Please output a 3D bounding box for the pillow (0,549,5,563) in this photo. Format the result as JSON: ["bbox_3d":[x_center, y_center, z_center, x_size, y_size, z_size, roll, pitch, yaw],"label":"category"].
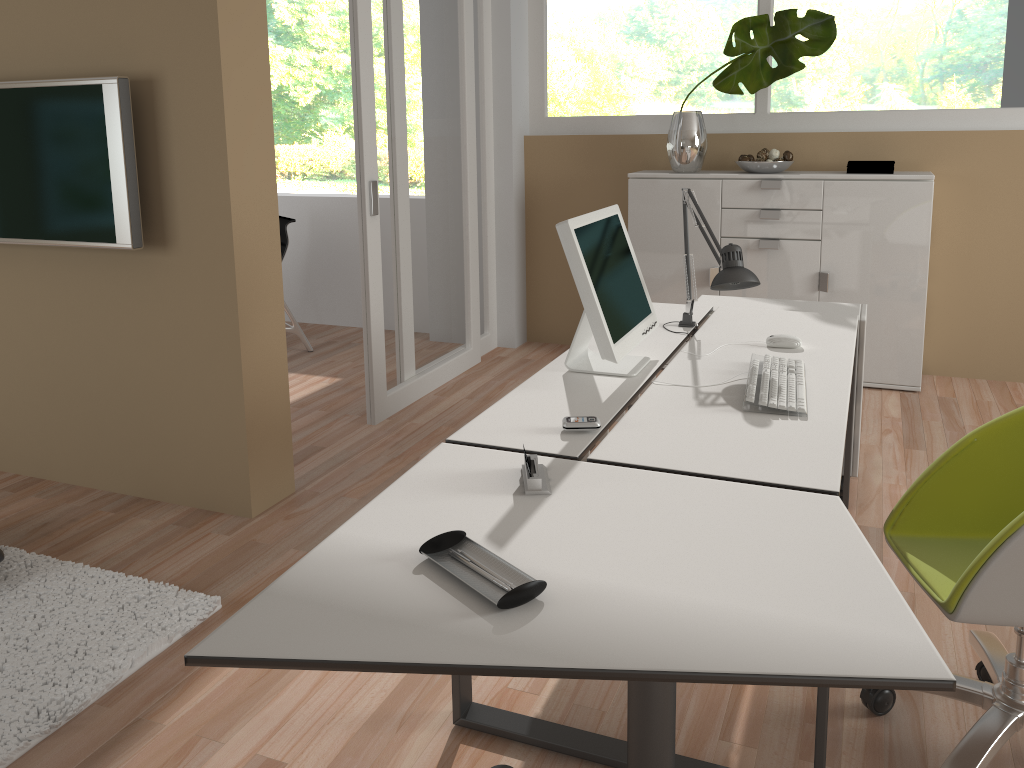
[{"bbox_3d":[-1.909,0.527,2.608,0.617,0.205,0.589,-15,21,-40],"label":"pillow"}]

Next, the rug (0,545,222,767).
[{"bbox_3d":[-2.014,0.727,2.271,2.030,0.044,1.483,6,18,22],"label":"rug"}]

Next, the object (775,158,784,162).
[{"bbox_3d":[1.409,-1.159,4.636,0.054,0.062,0.058,-1,13,0],"label":"object"}]

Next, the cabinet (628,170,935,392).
[{"bbox_3d":[1.409,-0.602,4.781,1.528,1.061,0.425,5,12,22],"label":"cabinet"}]

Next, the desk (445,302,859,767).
[{"bbox_3d":[0.533,0.272,2.538,0.807,0.670,1.638,5,16,22],"label":"desk"}]

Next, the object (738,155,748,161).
[{"bbox_3d":[1.253,-1.209,4.762,0.056,0.063,0.054,-1,13,2],"label":"object"}]

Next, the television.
[{"bbox_3d":[-1.821,-0.793,3.173,1.177,0.567,0.055,5,11,22],"label":"television"}]

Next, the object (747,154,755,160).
[{"bbox_3d":[1.293,-1.220,4.798,0.054,0.062,0.058,-5,13,-18],"label":"object"}]

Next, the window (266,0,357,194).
[{"bbox_3d":[-0.402,-4.492,11.385,12.065,5.835,2.124,1,11,6],"label":"window"}]

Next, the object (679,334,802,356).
[{"bbox_3d":[0.684,-0.098,2.620,0.370,0.078,0.144,-1,15,1],"label":"object"}]

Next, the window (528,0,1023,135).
[{"bbox_3d":[1.776,-2.247,4.694,3.645,1.760,0.046,5,11,22],"label":"window"}]

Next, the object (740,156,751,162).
[{"bbox_3d":[1.249,-1.187,4.710,0.056,0.060,0.056,-6,14,-23],"label":"object"}]

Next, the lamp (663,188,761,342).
[{"bbox_3d":[0.592,-0.322,2.707,0.140,0.517,0.552,-3,13,-12],"label":"lamp"}]

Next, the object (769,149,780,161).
[{"bbox_3d":[1.386,-1.211,4.658,0.052,0.065,0.056,-13,17,-43],"label":"object"}]

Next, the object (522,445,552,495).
[{"bbox_3d":[0.046,0.157,1.668,0.049,0.054,0.134,-1,15,-2],"label":"object"}]

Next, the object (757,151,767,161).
[{"bbox_3d":[1.325,-1.205,4.663,0.053,0.062,0.056,1,13,7],"label":"object"}]

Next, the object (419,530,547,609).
[{"bbox_3d":[-0.047,0.274,1.317,0.090,0.030,0.219,-12,20,-35],"label":"object"}]

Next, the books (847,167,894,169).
[{"bbox_3d":[1.847,-1.117,4.534,0.223,0.006,0.161,6,18,22],"label":"books"}]

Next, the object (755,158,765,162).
[{"bbox_3d":[1.306,-1.156,4.629,0.057,0.064,0.052,8,15,34],"label":"object"}]

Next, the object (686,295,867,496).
[{"bbox_3d":[1.003,0.036,3.363,0.623,0.661,0.315,4,12,22],"label":"object"}]

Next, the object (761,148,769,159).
[{"bbox_3d":[1.368,-1.242,4.762,0.053,0.069,0.053,6,14,28],"label":"object"}]

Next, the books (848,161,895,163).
[{"bbox_3d":[1.849,-1.143,4.529,0.223,0.006,0.161,6,18,22],"label":"books"}]

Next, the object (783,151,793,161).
[{"bbox_3d":[1.453,-1.195,4.632,0.053,0.066,0.054,6,14,30],"label":"object"}]

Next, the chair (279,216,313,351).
[{"bbox_3d":[-1.990,-0.550,5.252,1.445,0.806,0.704,-10,16,-32],"label":"chair"}]

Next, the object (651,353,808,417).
[{"bbox_3d":[0.558,0.003,2.282,0.388,0.078,0.467,4,17,17],"label":"object"}]

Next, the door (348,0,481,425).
[{"bbox_3d":[-0.442,-1.243,4.415,0.060,2.591,1.212,3,12,22],"label":"door"}]

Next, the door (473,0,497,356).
[{"bbox_3d":[-0.355,-1.348,4.768,0.045,2.591,1.212,3,12,22],"label":"door"}]

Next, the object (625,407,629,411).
[{"bbox_3d":[0.293,0.082,2.799,0.133,0.002,0.122,6,18,22],"label":"object"}]

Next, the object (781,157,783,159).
[{"bbox_3d":[1.447,-1.178,4.683,0.052,0.065,0.058,1,13,7],"label":"object"}]

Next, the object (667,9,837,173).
[{"bbox_3d":[1.263,-1.555,4.696,0.860,0.827,0.270,4,11,19],"label":"object"}]

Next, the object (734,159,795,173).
[{"bbox_3d":[1.351,-1.165,4.713,0.314,0.062,0.322,-4,16,-12],"label":"object"}]

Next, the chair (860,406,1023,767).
[{"bbox_3d":[1.096,0.420,1.815,0.598,0.792,0.636,-1,12,-2],"label":"chair"}]

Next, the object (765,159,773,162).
[{"bbox_3d":[1.359,-1.153,4.649,0.055,0.064,0.053,2,13,13],"label":"object"}]

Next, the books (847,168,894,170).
[{"bbox_3d":[1.847,-1.112,4.535,0.223,0.006,0.161,6,18,22],"label":"books"}]

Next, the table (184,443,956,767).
[{"bbox_3d":[0.155,0.608,1.411,0.928,0.673,0.829,4,15,19],"label":"table"}]

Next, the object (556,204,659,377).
[{"bbox_3d":[0.269,-0.262,2.433,0.198,0.421,0.477,4,14,22],"label":"object"}]

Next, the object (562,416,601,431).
[{"bbox_3d":[0.153,0.087,1.942,0.084,0.020,0.048,0,15,2],"label":"object"}]
